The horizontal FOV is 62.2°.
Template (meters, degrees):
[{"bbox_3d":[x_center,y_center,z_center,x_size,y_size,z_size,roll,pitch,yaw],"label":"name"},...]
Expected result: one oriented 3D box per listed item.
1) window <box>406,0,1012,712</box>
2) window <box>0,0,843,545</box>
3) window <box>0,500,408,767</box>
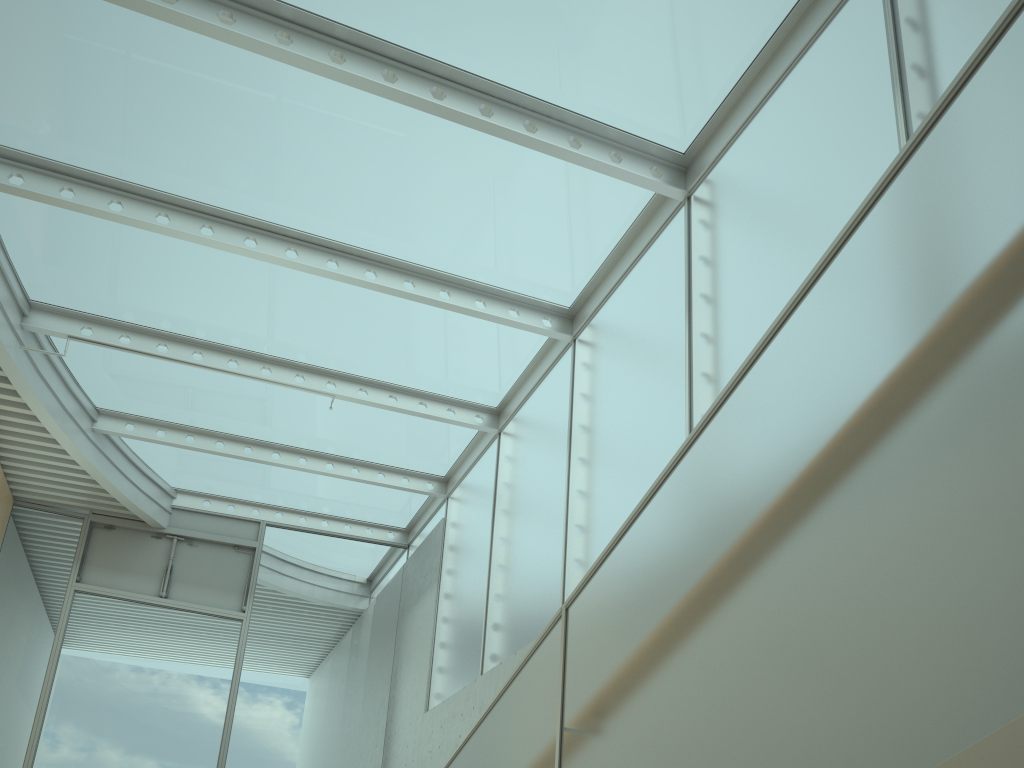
[{"bbox_3d":[0.640,0.369,6.399,0.031,2.498,17.102,11,-33,-17],"label":"window"},{"bbox_3d":[-1.457,1.079,5.145,4.876,5.682,17.297,12,-32,-17],"label":"window"},{"bbox_3d":[-3.803,4.234,9.942,4.967,5.682,0.118,14,-23,-21],"label":"window"}]
